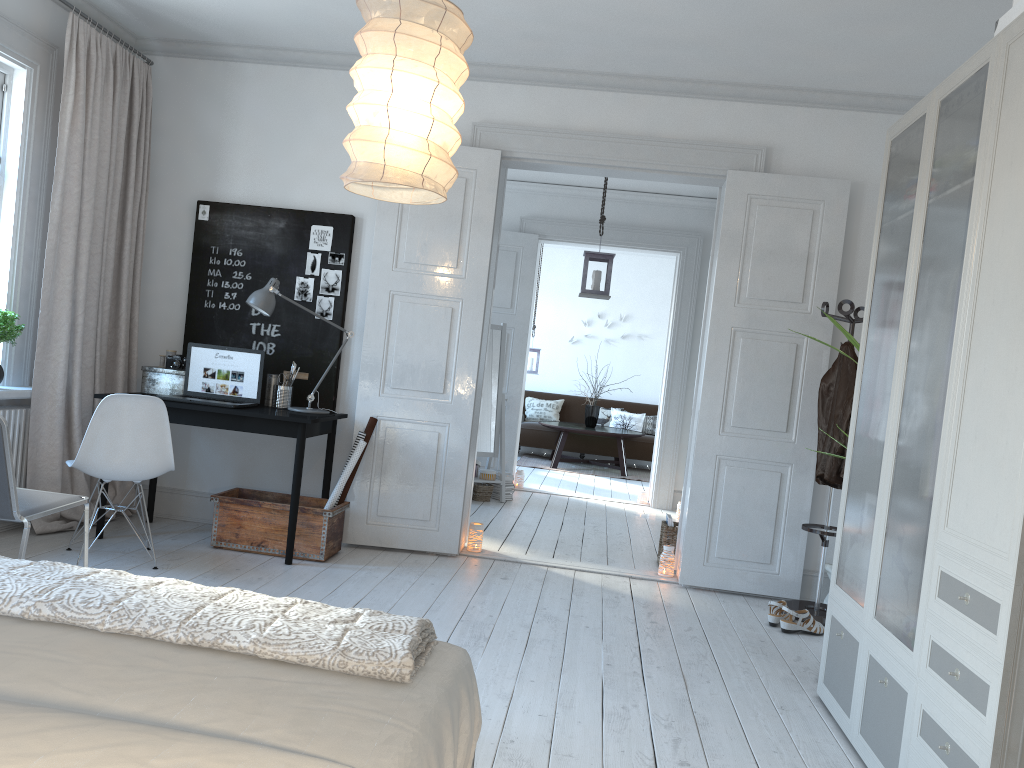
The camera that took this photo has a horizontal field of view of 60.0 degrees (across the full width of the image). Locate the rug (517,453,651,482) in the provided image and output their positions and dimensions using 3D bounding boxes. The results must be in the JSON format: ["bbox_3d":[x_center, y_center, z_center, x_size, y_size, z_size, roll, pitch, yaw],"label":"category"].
[{"bbox_3d":[0.921,1.002,10.847,1.710,0.055,1.455,6,1,6],"label":"rug"}]

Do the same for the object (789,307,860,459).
[{"bbox_3d":[1.597,0.463,3.701,1.042,1.555,0.289,8,2,35],"label":"object"}]

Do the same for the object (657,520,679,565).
[{"bbox_3d":[1.066,1.017,5.564,0.270,0.265,0.223,6,2,6],"label":"object"}]

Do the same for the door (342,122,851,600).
[{"bbox_3d":[0.468,-0.167,5.202,2.598,2.507,0.577,6,2,6],"label":"door"}]

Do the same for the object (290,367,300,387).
[{"bbox_3d":[-1.250,0.021,5.003,0.084,0.240,0.009,6,2,-17],"label":"object"}]

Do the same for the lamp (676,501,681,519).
[{"bbox_3d":[1.444,1.078,7.549,0.084,0.146,0.084,7,2,10],"label":"lamp"}]

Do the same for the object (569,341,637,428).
[{"bbox_3d":[1.128,0.016,10.709,0.846,1.066,0.525,6,2,-24],"label":"object"}]

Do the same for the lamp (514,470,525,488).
[{"bbox_3d":[0.071,0.891,8.324,0.089,0.166,0.089,6,2,5],"label":"lamp"}]

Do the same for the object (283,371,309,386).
[{"bbox_3d":[-1.241,0.035,5.056,0.138,0.209,0.034,6,2,-14],"label":"object"}]

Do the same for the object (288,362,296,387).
[{"bbox_3d":[-1.261,0.006,5.018,0.062,0.264,0.012,4,3,-42],"label":"object"}]

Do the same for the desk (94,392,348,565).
[{"bbox_3d":[-1.593,0.489,4.860,1.159,0.759,0.650,6,2,6],"label":"desk"}]

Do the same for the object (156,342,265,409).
[{"bbox_3d":[-1.614,-0.050,4.762,0.445,0.315,0.325,6,2,6],"label":"object"}]

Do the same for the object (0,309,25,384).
[{"bbox_3d":[-2.554,-0.185,4.309,0.310,0.407,0.271,5,2,-34],"label":"object"}]

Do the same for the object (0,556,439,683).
[{"bbox_3d":[-0.881,0.443,1.846,1.460,0.104,0.405,6,1,5],"label":"object"}]

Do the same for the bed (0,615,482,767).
[{"bbox_3d":[-0.978,0.487,1.010,1.888,1.047,2.175,6,1,6],"label":"bed"}]

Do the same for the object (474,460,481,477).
[{"bbox_3d":[-0.373,0.695,7.514,0.207,0.159,0.241,7,1,13],"label":"object"}]

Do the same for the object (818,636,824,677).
[{"bbox_3d":[1.343,1.046,3.603,0.131,0.352,0.138,7,2,28],"label":"object"}]

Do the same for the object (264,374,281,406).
[{"bbox_3d":[-1.375,0.039,5.087,0.079,0.188,0.078,6,2,-15],"label":"object"}]

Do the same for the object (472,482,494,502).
[{"bbox_3d":[-0.274,0.898,7.430,0.185,0.140,0.295,6,1,-23],"label":"object"}]

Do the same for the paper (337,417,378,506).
[{"bbox_3d":[-0.918,0.548,4.954,0.297,0.747,0.048,5,3,-39],"label":"paper"}]

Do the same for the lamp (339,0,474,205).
[{"bbox_3d":[-0.263,-1.155,2.537,0.338,1.232,0.341,8,3,37],"label":"lamp"}]

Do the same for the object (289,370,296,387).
[{"bbox_3d":[-1.262,0.028,5.009,0.009,0.222,0.082,8,3,35],"label":"object"}]

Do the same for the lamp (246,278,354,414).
[{"bbox_3d":[-1.185,-0.207,4.923,0.617,0.716,0.229,6,2,-24],"label":"lamp"}]

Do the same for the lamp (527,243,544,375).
[{"bbox_3d":[0.308,-1.000,10.859,0.228,1.763,0.228,6,2,2],"label":"lamp"}]

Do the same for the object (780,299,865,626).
[{"bbox_3d":[1.696,0.403,4.650,0.374,1.659,0.374,7,2,13],"label":"object"}]

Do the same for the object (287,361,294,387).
[{"bbox_3d":[-1.266,0.003,5.018,0.008,0.268,0.060,7,2,22],"label":"object"}]

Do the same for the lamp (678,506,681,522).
[{"bbox_3d":[1.421,1.070,7.319,0.089,0.166,0.089,7,2,7],"label":"lamp"}]

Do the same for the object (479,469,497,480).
[{"bbox_3d":[-0.202,0.757,7.402,0.142,0.074,0.142,6,1,-11],"label":"object"}]

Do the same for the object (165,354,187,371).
[{"bbox_3d":[-1.876,-0.122,4.954,0.137,0.087,0.073,6,2,6],"label":"object"}]

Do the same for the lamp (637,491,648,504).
[{"bbox_3d":[1.210,1.048,8.203,0.093,0.110,0.093,7,2,23],"label":"lamp"}]

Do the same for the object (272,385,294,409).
[{"bbox_3d":[-1.296,0.074,5.009,0.108,0.128,0.108,7,2,21],"label":"object"}]

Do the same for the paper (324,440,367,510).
[{"bbox_3d":[-0.964,0.606,4.830,0.283,0.627,0.041,6,2,-16],"label":"paper"}]

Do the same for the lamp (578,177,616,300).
[{"bbox_3d":[0.702,-1.514,6.493,0.228,1.763,0.228,6,2,2],"label":"lamp"}]

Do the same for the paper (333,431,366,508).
[{"bbox_3d":[-0.956,0.588,4.889,0.266,0.669,0.043,5,3,-39],"label":"paper"}]

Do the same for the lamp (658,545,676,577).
[{"bbox_3d":[0.913,1.041,5.213,0.093,0.180,0.092,6,2,-11],"label":"lamp"}]

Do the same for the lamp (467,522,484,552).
[{"bbox_3d":[-0.219,0.918,5.313,0.089,0.166,0.089,6,2,-2],"label":"lamp"}]

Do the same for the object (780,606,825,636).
[{"bbox_3d":[1.432,1.153,4.329,0.272,0.126,0.099,6,2,-22],"label":"object"}]

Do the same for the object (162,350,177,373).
[{"bbox_3d":[-1.963,-0.128,5.030,0.056,0.130,0.167,6,2,4],"label":"object"}]

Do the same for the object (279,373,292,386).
[{"bbox_3d":[-1.301,0.033,5.019,0.081,0.198,0.050,7,2,31],"label":"object"}]

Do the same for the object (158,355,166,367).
[{"bbox_3d":[-2.011,-0.131,5.101,0.040,0.069,0.040,6,2,-6],"label":"object"}]

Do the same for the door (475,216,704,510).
[{"bbox_3d":[0.770,-0.193,8.201,2.598,2.507,0.577,6,2,6],"label":"door"}]

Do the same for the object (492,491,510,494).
[{"bbox_3d":[-0.107,0.921,7.585,0.111,0.014,0.156,5,2,-41],"label":"object"}]
